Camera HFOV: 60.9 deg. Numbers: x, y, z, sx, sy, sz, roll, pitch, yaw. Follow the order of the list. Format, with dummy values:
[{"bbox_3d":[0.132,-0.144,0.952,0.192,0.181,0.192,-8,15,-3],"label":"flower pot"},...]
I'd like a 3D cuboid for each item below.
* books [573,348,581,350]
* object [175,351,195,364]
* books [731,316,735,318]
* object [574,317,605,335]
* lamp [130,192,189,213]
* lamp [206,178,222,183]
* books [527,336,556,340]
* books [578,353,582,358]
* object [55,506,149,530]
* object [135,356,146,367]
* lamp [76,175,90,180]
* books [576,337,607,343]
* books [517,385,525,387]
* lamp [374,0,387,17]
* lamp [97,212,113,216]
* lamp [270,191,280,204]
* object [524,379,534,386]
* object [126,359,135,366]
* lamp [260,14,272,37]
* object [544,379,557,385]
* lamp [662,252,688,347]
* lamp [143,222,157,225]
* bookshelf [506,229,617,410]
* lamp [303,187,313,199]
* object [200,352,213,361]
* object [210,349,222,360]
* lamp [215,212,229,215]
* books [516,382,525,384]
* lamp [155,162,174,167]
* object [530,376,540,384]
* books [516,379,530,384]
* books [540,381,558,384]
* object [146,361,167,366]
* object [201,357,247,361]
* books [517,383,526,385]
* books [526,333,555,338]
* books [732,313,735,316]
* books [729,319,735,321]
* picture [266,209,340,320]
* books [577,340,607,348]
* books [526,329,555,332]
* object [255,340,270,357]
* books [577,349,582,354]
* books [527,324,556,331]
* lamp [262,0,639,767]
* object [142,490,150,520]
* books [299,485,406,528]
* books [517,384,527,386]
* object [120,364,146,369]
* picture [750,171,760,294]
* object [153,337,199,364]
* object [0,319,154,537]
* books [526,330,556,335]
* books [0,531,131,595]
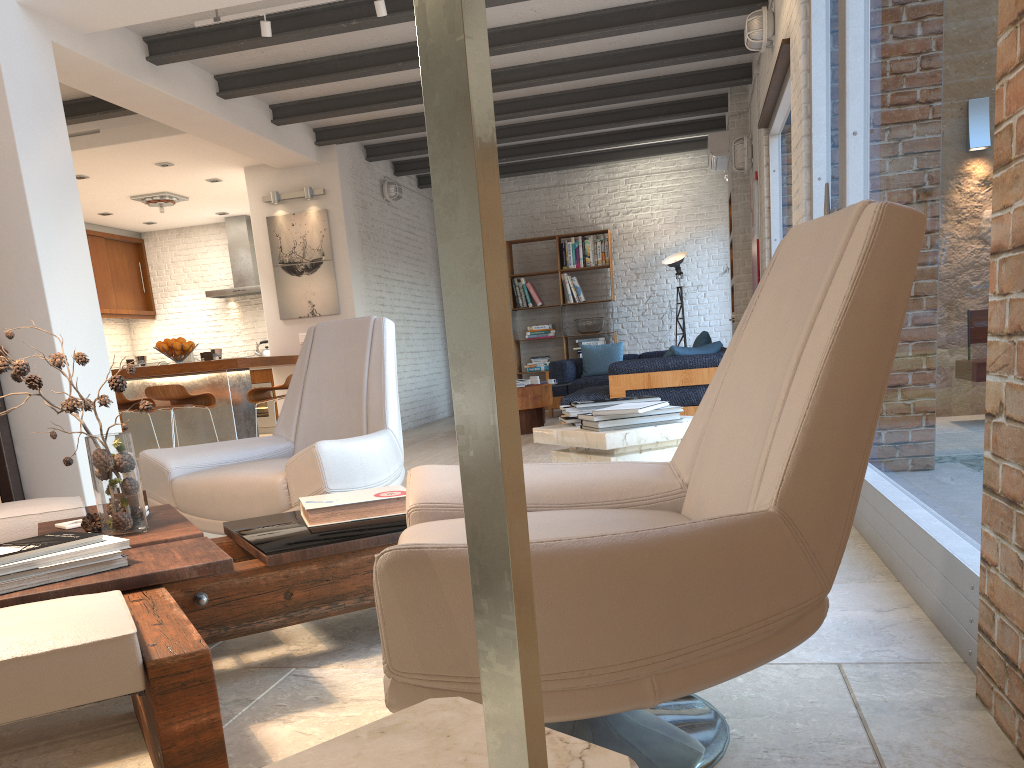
[{"bbox_3d":[1.045,-0.481,11.460,0.445,0.021,0.265,-4,2,12],"label":"books"},{"bbox_3d":[-4.575,-0.371,12.165,0.322,0.386,0.064,-3,12,12],"label":"object"},{"bbox_3d":[2.360,-0.699,9.041,0.171,0.019,0.230,-4,2,14],"label":"books"},{"bbox_3d":[1.016,-0.756,11.431,0.394,0.207,0.400,-8,5,-36],"label":"object"},{"bbox_3d":[-3.944,-2.010,9.799,0.451,0.175,0.438,-4,4,12],"label":"lamp"},{"bbox_3d":[-3.133,-2.157,9.160,0.124,0.056,0.120,-4,4,12],"label":"lamp"},{"bbox_3d":[0.395,-0.613,11.572,0.356,0.021,0.265,-4,2,12],"label":"books"},{"bbox_3d":[1.063,-0.382,11.479,0.379,0.066,0.238,-5,3,-1],"label":"books"},{"bbox_3d":[-1.267,0.407,2.705,0.270,0.036,0.244,-6,2,-16],"label":"object"},{"bbox_3d":[-3.064,-0.187,7.209,0.091,0.087,0.088,-4,7,9],"label":"object"},{"bbox_3d":[-4.220,-2.038,8.512,0.124,0.056,0.120,-4,4,12],"label":"lamp"},{"bbox_3d":[1.043,-0.577,11.452,0.380,0.037,0.238,-4,2,12],"label":"books"},{"bbox_3d":[-0.023,0.028,8.607,0.252,0.011,0.312,-5,2,-8],"label":"books"},{"bbox_3d":[-0.759,-2.179,5.034,0.061,0.132,0.083,-2,10,14],"label":"lamp"},{"bbox_3d":[-4.869,-2.053,10.434,0.124,0.056,0.120,-4,4,12],"label":"lamp"},{"bbox_3d":[-2.348,-1.848,8.642,0.079,0.107,0.078,2,11,40],"label":"lamp"},{"bbox_3d":[0.153,-0.016,8.862,0.146,0.057,0.171,-5,3,1],"label":"object"},{"bbox_3d":[-3.158,-0.170,7.325,0.115,0.084,0.091,-4,7,12],"label":"object"},{"bbox_3d":[-1.465,-2.123,5.188,0.059,0.132,0.084,-8,10,-18],"label":"lamp"},{"bbox_3d":[0.407,-0.018,9.300,0.155,0.058,0.264,-5,3,5],"label":"object"},{"bbox_3d":[2.227,-0.718,10.810,0.503,1.897,0.846,-8,11,-15],"label":"lamp"},{"bbox_3d":[-4.689,-2.100,11.282,0.124,0.056,0.120,-4,4,12],"label":"lamp"},{"bbox_3d":[0.689,-0.791,11.456,1.320,2.264,0.352,-3,12,12],"label":"bookshelf"},{"bbox_3d":[-2.002,-1.875,8.565,0.079,0.107,0.078,2,11,40],"label":"lamp"},{"bbox_3d":[-2.499,-0.221,7.173,0.092,0.084,0.113,-9,7,-33],"label":"object"},{"bbox_3d":[-2.394,-0.240,7.072,0.091,0.087,0.088,-1,8,27],"label":"object"},{"bbox_3d":[-3.678,-2.179,11.057,0.124,0.056,0.120,-4,4,12],"label":"lamp"},{"bbox_3d":[-0.037,-0.003,8.592,0.251,0.011,0.312,-5,2,-13],"label":"books"},{"bbox_3d":[-3.314,-2.110,8.310,0.124,0.056,0.120,-4,4,12],"label":"lamp"},{"bbox_3d":[0.238,-0.025,9.146,0.108,0.111,0.105,-1,8,28],"label":"object"},{"bbox_3d":[-0.034,-0.020,8.667,0.321,0.112,0.267,-2,5,45],"label":"books"},{"bbox_3d":[0.372,-0.014,9.709,0.228,0.023,0.161,-6,3,-29],"label":"books"},{"bbox_3d":[-5.058,-0.223,12.253,0.345,0.164,0.243,-4,5,12],"label":"object"},{"bbox_3d":[-2.380,-0.205,7.110,0.396,0.036,0.193,-4,3,16],"label":"object"},{"bbox_3d":[-0.034,0.007,8.602,0.251,0.011,0.313,-6,2,-18],"label":"books"},{"bbox_3d":[0.382,-0.641,11.561,0.380,0.037,0.238,-5,2,8],"label":"books"},{"bbox_3d":[2.361,-0.726,9.042,0.133,0.035,0.200,-4,3,22],"label":"books"},{"bbox_3d":[2.358,-0.673,9.060,0.162,0.017,0.246,-4,2,22],"label":"books"},{"bbox_3d":[-2.107,-1.195,8.800,0.656,1.044,0.019,-3,12,12],"label":"picture"},{"bbox_3d":[1.053,-0.526,11.467,0.380,0.066,0.238,-5,3,7],"label":"books"},{"bbox_3d":[0.388,-0.708,11.558,0.356,0.021,0.265,-5,2,11],"label":"books"},{"bbox_3d":[-3.244,-0.442,11.557,0.262,0.283,0.256,0,9,33],"label":"object"},{"bbox_3d":[1.029,-0.441,11.460,0.327,0.057,0.248,-5,3,7],"label":"books"},{"bbox_3d":[0.393,-0.747,11.546,0.327,0.057,0.248,-4,3,15],"label":"books"},{"bbox_3d":[-0.744,-0.360,1.080,0.312,2.415,2.015,-15,13,-41],"label":"lamp"},{"bbox_3d":[-1.163,0.376,2.651,0.093,0.084,0.112,-7,6,-16],"label":"object"},{"bbox_3d":[-0.477,0.371,2.681,0.324,0.058,0.250,-6,3,-17],"label":"books"},{"bbox_3d":[-0.023,0.016,8.620,0.251,0.011,0.313,-6,2,-18],"label":"books"},{"bbox_3d":[-3.127,-0.146,7.268,0.288,0.036,0.200,-4,2,13],"label":"object"},{"bbox_3d":[2.122,-1.287,7.615,0.019,0.986,0.721,-2,9,12],"label":"picture"},{"bbox_3d":[-2.773,-0.271,7.223,0.362,0.228,0.358,-7,5,-22],"label":"object"},{"bbox_3d":[-1.234,0.126,2.347,0.538,0.624,0.309,-7,10,-16],"label":"object"},{"bbox_3d":[0.389,-0.678,11.544,0.380,0.037,0.238,-5,2,6],"label":"books"},{"bbox_3d":[-1.088,0.399,1.942,0.249,0.076,0.393,-2,4,45],"label":"books"}]
